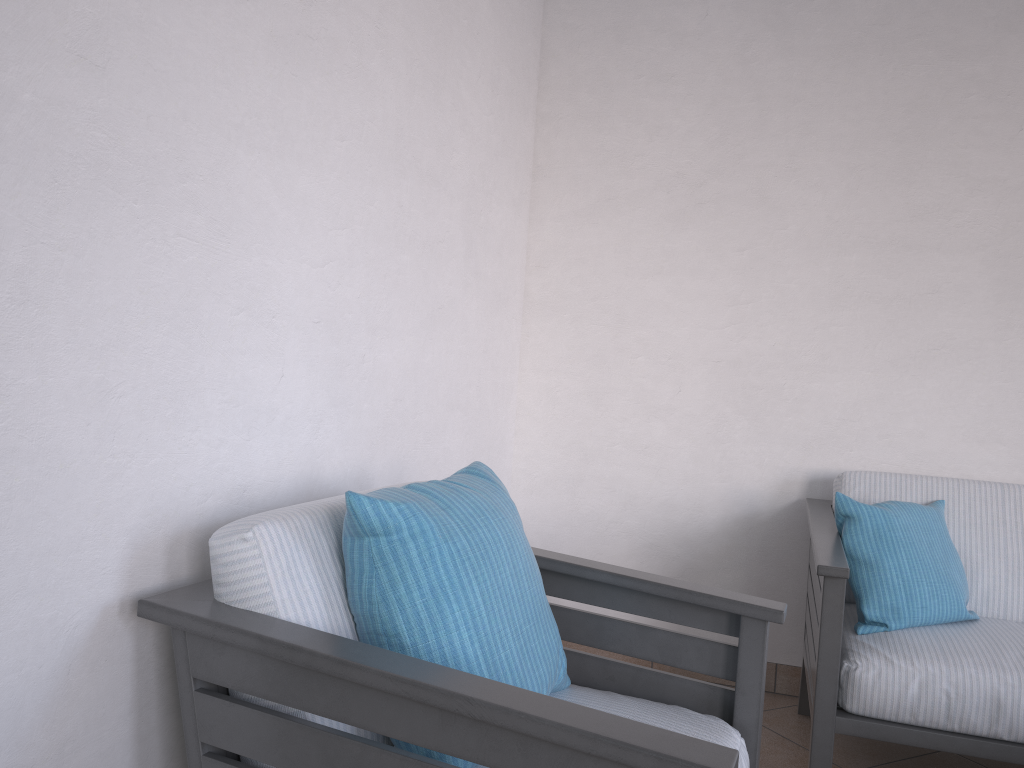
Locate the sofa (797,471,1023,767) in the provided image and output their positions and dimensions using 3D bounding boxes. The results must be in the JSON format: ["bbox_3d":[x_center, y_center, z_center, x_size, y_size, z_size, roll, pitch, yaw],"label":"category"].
[{"bbox_3d":[1.837,0.705,2.133,2.161,0.765,0.807,4,1,16],"label":"sofa"}]

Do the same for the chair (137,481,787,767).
[{"bbox_3d":[-0.014,0.593,1.450,0.807,0.765,0.797,4,1,21],"label":"chair"}]
